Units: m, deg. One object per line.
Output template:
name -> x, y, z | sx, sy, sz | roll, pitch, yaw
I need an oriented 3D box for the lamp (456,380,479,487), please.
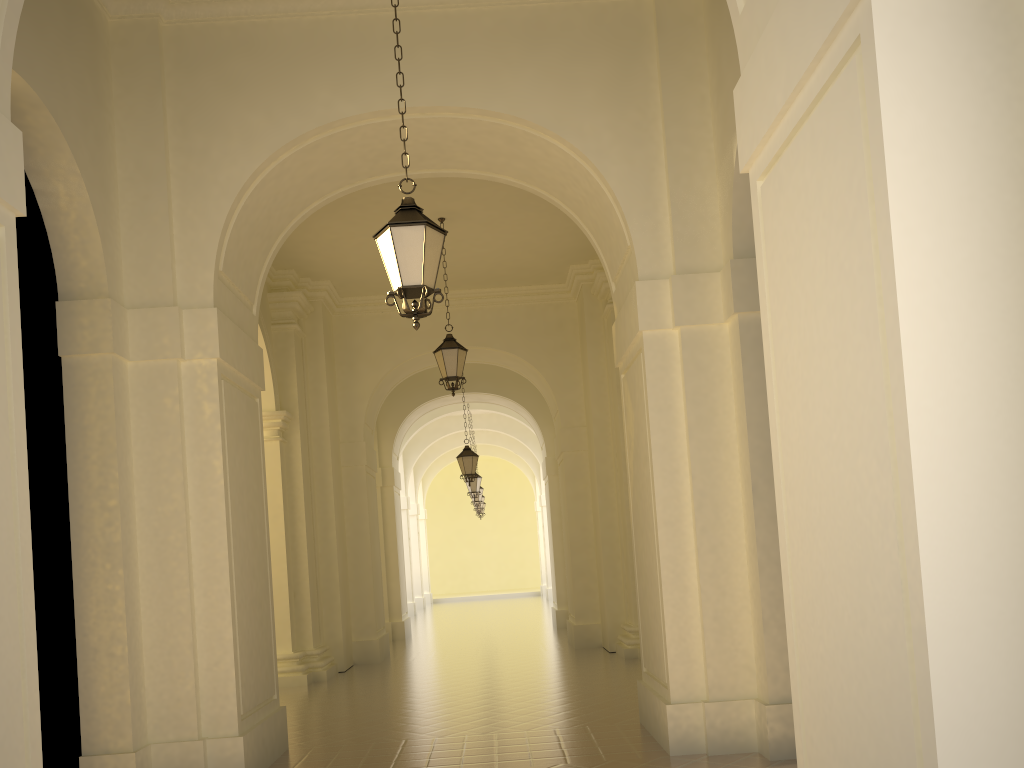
lamp -> -1.023, 0.569, 18.838 | 0.441, 3.287, 0.515 | -3, -3, -32

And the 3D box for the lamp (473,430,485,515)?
lamp -> -1.291, 3.098, 31.601 | 0.510, 3.287, 0.445 | -4, -2, -2

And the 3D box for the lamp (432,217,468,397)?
lamp -> -0.914, -1.087, 12.405 | 0.445, 2.548, 0.510 | -5, -3, 28

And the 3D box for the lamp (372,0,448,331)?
lamp -> -0.751, -1.993, 5.905 | 0.441, 3.287, 0.515 | -3, -3, -32

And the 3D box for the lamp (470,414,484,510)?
lamp -> -1.211, 2.341, 27.778 | 0.510, 3.287, 0.445 | -4, -2, -2

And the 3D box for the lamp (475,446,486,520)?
lamp -> -1.371, 3.851, 35.401 | 0.510, 3.287, 0.445 | -4, -2, -2

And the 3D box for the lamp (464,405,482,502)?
lamp -> -1.129, 1.569, 23.884 | 0.510, 3.287, 0.445 | -4, -2, -2
